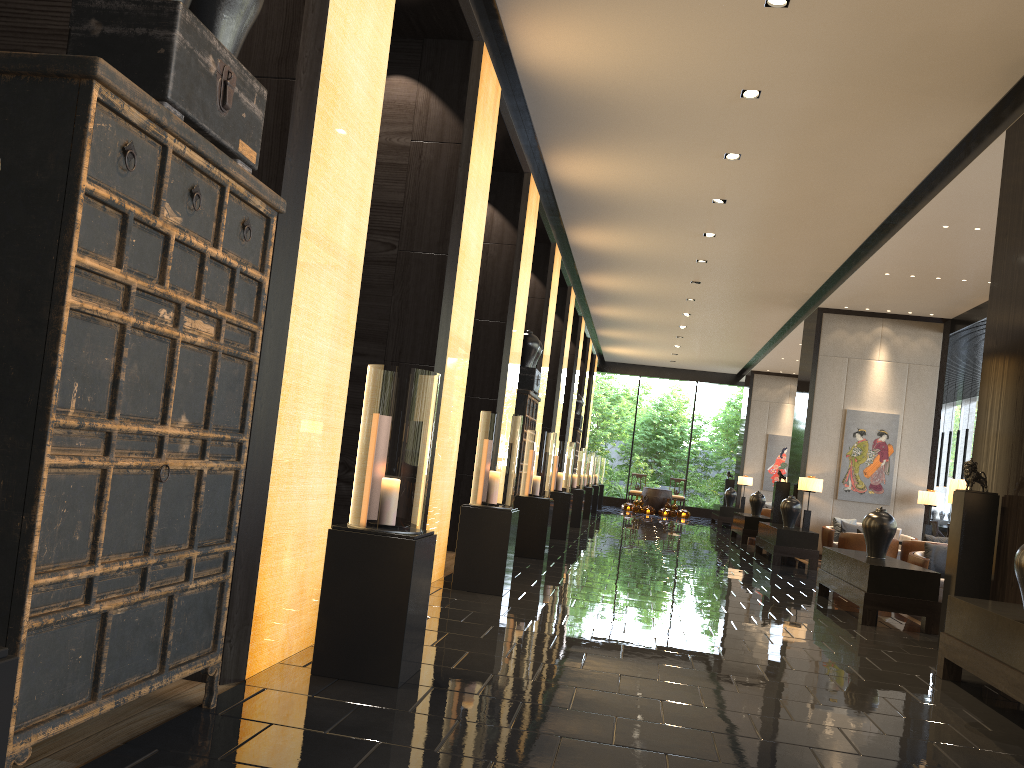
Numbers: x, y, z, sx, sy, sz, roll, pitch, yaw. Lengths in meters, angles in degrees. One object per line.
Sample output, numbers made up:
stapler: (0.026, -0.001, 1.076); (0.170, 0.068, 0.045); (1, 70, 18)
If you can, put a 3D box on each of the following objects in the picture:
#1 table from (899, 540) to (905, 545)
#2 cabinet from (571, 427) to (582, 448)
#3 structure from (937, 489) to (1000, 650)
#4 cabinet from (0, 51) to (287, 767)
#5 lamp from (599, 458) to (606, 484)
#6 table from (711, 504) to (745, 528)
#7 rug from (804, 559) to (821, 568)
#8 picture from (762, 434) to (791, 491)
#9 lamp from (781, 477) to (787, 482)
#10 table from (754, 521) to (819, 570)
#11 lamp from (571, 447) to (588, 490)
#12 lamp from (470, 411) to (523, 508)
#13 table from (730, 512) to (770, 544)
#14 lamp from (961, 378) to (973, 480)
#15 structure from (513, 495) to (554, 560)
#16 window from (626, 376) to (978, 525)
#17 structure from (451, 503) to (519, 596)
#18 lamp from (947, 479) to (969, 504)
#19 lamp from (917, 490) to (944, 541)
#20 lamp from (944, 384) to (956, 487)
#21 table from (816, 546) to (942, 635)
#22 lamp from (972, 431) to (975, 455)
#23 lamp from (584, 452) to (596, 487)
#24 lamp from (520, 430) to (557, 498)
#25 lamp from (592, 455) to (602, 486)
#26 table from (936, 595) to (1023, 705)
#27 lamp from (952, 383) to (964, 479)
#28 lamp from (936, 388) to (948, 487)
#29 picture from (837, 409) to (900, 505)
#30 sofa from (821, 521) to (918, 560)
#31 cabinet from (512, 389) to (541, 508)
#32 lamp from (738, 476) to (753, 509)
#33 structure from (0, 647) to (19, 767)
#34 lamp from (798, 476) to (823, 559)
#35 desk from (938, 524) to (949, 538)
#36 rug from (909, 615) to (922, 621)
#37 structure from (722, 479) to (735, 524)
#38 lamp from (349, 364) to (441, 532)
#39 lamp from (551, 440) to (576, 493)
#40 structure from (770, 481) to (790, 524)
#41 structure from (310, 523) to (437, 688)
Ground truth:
table: (5.542, 2.593, 13.410); (1.041, 0.516, 0.577); (6, -3, 9)
cabinet: (1.190, 1.957, 20.195); (0.547, 1.919, 1.191); (6, -2, 9)
structure: (3.349, 1.393, 6.504); (0.240, 1.216, 0.241); (6, -2, 9)
cabinet: (-1.319, 0.169, 2.798); (0.547, 1.919, 1.191); (6, -2, 9)
lamp: (2.391, 2.387, 24.418); (0.337, 0.728, 0.337); (7, -2, -4)
table: (5.435, 3.343, 22.336); (0.619, 0.512, 1.967); (6, -5, 9)
rug: (5.546, 2.842, 13.282); (1.956, 0.008, 2.250); (6, -5, 9)
picture: (7.159, 2.122, 23.506); (0.834, 1.499, 0.037); (6, -2, 8)
lamp: (5.058, 2.358, 16.194); (0.374, 1.348, 0.376); (6, -2, 27)
table: (4.154, 2.430, 13.452); (0.619, 0.512, 1.967); (6, -5, 9)
lamp: (1.135, 1.491, 15.706); (0.336, 0.728, 0.338); (6, -2, 10)
lamp: (-0.122, 0.596, 6.995); (0.337, 0.728, 0.336); (7, -2, -18)
table: (4.705, 2.823, 17.276); (0.619, 0.512, 1.967); (6, -5, 9)
lamp: (9.739, 1.016, 18.943); (0.060, 2.416, 0.060); (7, -2, -26)
structure: (0.216, 1.588, 9.875); (0.402, 0.656, 0.403); (6, -2, 9)
window: (3.992, 0.349, 11.145); (12.041, 4.218, 32.004); (6, -5, 9)
structure: (-0.203, 1.290, 6.971); (0.402, 0.656, 0.403); (6, -2, 9)
lamp: (3.783, 1.467, 7.366); (0.376, 1.317, 0.374); (8, -2, -37)
lamp: (6.631, 2.366, 14.132); (0.374, 1.348, 0.376); (6, -2, 27)
lamp: (9.884, 1.120, 19.952); (0.060, 2.416, 0.060); (7, -2, -26)
table: (3.428, 1.913, 8.417); (0.619, 0.512, 1.967); (6, -5, 9)
lamp: (9.665, 0.964, 18.434); (0.060, 2.416, 0.060); (7, -2, -26)
lamp: (1.553, 1.790, 18.610); (0.336, 0.728, 0.338); (6, -2, 10)
lamp: (0.297, 0.894, 9.899); (0.336, 0.728, 0.338); (6, -2, 14)
lamp: (1.972, 2.088, 21.514); (0.336, 0.728, 0.338); (6, -2, 10)
table: (2.876, 1.519, 4.593); (0.619, 0.512, 1.967); (6, -5, 9)
lamp: (9.812, 1.068, 19.450); (0.060, 2.416, 0.060); (7, -2, -26)
lamp: (9.957, 1.172, 20.456); (0.060, 2.416, 0.060); (7, -2, -26)
picture: (5.874, 1.206, 14.597); (0.834, 1.499, 0.037); (6, -2, 8)
sofa: (5.665, 2.583, 14.124); (1.447, 0.692, 0.605); (6, -3, 9)
cabinet: (-0.067, 1.061, 11.474); (0.547, 1.919, 1.191); (6, -2, 9)
lamp: (6.083, 3.089, 23.299); (0.374, 1.348, 0.376); (5, -2, 38)
structure: (-1.034, 0.698, 1.210); (0.402, 0.656, 0.403); (6, -2, 9)
lamp: (4.800, 2.174, 14.406); (0.374, 1.348, 0.376); (6, -2, 27)
desk: (7.923, 2.456, 9.963); (1.778, 0.758, 28.840); (6, -5, 9)
rug: (4.813, 2.319, 8.196); (2.039, 0.008, 2.250); (6, -5, 9)
structure: (5.908, 3.217, 24.248); (0.240, 1.216, 0.241); (6, -2, 9)
lamp: (-0.541, 0.297, 4.091); (0.337, 0.728, 0.336); (7, -2, -18)
lamp: (0.716, 1.193, 12.802); (0.336, 0.728, 0.338); (6, -2, 10)
structure: (4.627, 2.303, 15.364); (0.240, 1.216, 0.241); (6, -2, 9)
structure: (-0.622, 0.991, 4.067); (0.402, 0.656, 0.403); (6, -2, 9)
